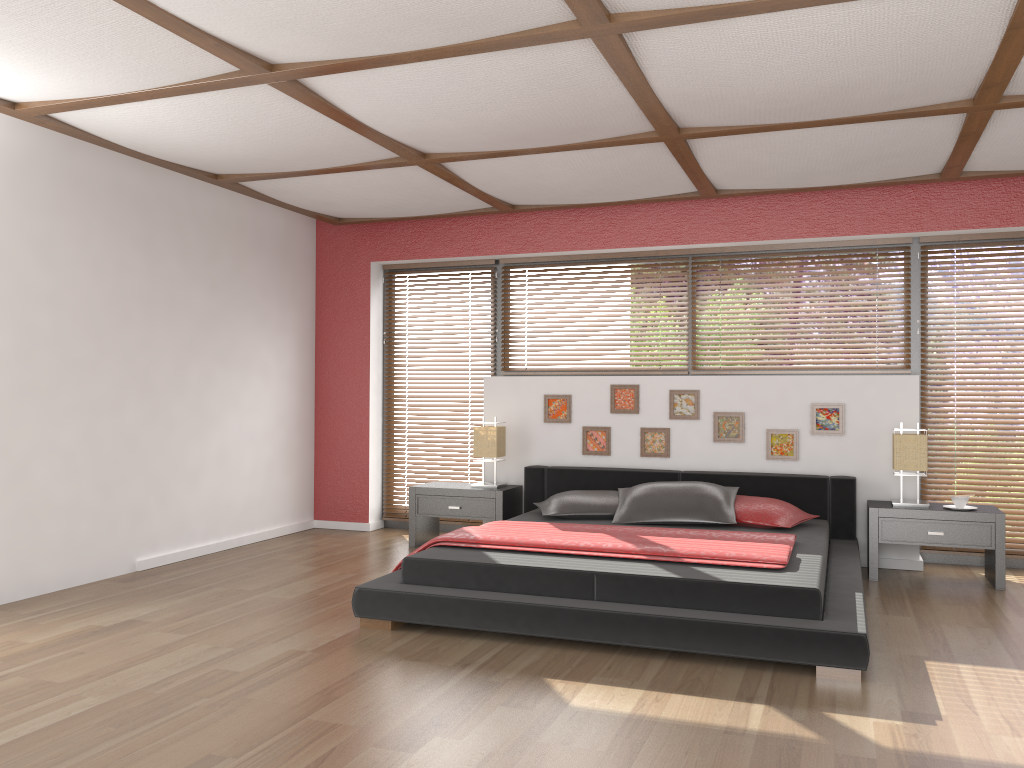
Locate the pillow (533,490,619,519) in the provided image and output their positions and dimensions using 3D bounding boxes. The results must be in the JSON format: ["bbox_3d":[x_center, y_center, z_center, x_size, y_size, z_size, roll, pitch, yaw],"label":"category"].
[{"bbox_3d":[0.523,0.760,5.569,0.745,0.172,0.418,0,-1,-4],"label":"pillow"}]

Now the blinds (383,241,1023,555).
[{"bbox_3d":[1.249,0.081,6.232,4.840,1.952,0.032,0,-1,20],"label":"blinds"}]

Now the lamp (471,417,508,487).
[{"bbox_3d":[-0.158,0.469,6.228,0.200,0.480,0.200,0,-1,20],"label":"lamp"}]

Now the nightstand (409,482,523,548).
[{"bbox_3d":[-0.324,0.930,6.240,0.700,0.423,0.413,0,-1,20],"label":"nightstand"}]

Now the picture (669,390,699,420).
[{"bbox_3d":[1.158,0.140,5.961,0.200,0.200,0.010,0,-1,20],"label":"picture"}]

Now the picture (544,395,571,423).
[{"bbox_3d":[0.322,0.176,6.272,0.200,0.200,0.010,0,-1,20],"label":"picture"}]

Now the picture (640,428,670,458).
[{"bbox_3d":[0.972,0.397,6.026,0.200,0.200,0.010,0,-1,20],"label":"picture"}]

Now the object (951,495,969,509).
[{"bbox_3d":[2.578,0.680,5.102,0.099,0.069,0.099,1,-1,-45],"label":"object"}]

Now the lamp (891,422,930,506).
[{"bbox_3d":[2.370,0.470,5.285,0.200,0.480,0.200,0,-1,20],"label":"lamp"}]

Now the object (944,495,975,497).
[{"bbox_3d":[2.568,0.642,5.089,0.192,0.007,0.007,0,-1,-10],"label":"object"}]

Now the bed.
[{"bbox_3d":[0.587,0.840,4.834,2.469,0.577,2.413,0,-1,20],"label":"bed"}]

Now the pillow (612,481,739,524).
[{"bbox_3d":[0.973,0.707,5.310,0.744,0.241,0.386,0,-1,16],"label":"pillow"}]

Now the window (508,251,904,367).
[{"bbox_3d":[1.279,-0.497,6.302,2.817,0.786,0.020,0,-1,20],"label":"window"}]

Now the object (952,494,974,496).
[{"bbox_3d":[2.584,0.642,5.107,0.192,0.007,0.007,0,-1,-15],"label":"object"}]

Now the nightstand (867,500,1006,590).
[{"bbox_3d":[2.465,0.931,5.200,0.700,0.423,0.413,0,-1,20],"label":"nightstand"}]

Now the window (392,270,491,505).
[{"bbox_3d":[-0.553,0.045,6.978,0.889,1.893,0.020,0,-1,20],"label":"window"}]

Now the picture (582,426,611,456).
[{"bbox_3d":[0.587,0.396,6.170,0.200,0.200,0.010,0,-1,20],"label":"picture"}]

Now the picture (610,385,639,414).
[{"bbox_3d":[0.775,0.104,6.104,0.200,0.200,0.010,0,-1,20],"label":"picture"}]

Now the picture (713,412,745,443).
[{"bbox_3d":[1.432,0.286,5.856,0.200,0.200,0.010,0,-1,20],"label":"picture"}]

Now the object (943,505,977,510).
[{"bbox_3d":[2.577,0.713,5.102,0.179,0.012,0.179,1,-1,-45],"label":"object"}]

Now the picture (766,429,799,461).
[{"bbox_3d":[1.749,0.393,5.737,0.200,0.200,0.010,0,-1,20],"label":"picture"}]

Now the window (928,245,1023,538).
[{"bbox_3d":[3.102,0.046,5.615,0.889,1.893,0.020,0,-1,20],"label":"window"}]

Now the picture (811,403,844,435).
[{"bbox_3d":[2.008,0.224,5.642,0.200,0.200,0.010,0,-1,20],"label":"picture"}]

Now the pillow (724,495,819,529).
[{"bbox_3d":[1.396,0.761,5.301,0.745,0.172,0.418,0,-1,40],"label":"pillow"}]
